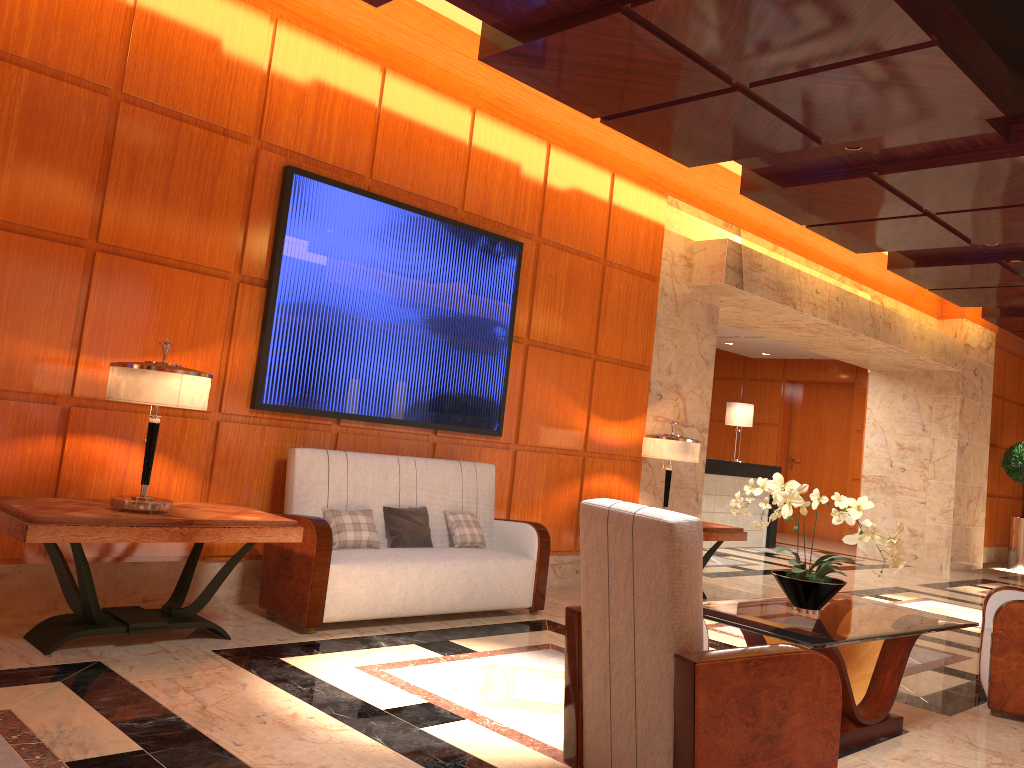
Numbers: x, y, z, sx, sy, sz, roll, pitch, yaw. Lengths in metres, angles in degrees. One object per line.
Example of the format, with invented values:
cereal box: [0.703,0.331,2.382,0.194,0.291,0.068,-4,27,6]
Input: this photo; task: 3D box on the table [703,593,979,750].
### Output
table: [1.444,1.307,4.064,1.554,0.498,0.722,10,-5,-41]

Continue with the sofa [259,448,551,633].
sofa: [-0.583,0.929,5.439,1.792,0.936,0.613,10,-6,-44]

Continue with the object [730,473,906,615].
object: [1.383,0.738,4.078,0.789,0.619,0.415,5,-5,23]

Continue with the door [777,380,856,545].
door: [5.258,1.297,15.225,1.286,2.707,0.339,1,-8,45]

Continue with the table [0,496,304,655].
table: [-1.760,0.897,4.189,1.265,0.609,0.726,10,-6,-44]

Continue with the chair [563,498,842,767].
chair: [0.577,0.892,2.891,0.627,0.964,0.737,9,-5,-25]

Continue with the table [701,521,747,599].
table: [1.216,1.408,7.116,1.265,0.609,0.726,10,-6,-44]

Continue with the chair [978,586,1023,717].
chair: [2.888,1.264,4.746,0.629,0.964,0.734,4,-5,24]

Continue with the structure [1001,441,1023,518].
structure: [7.910,1.731,13.661,0.722,1.719,0.718,4,-6,24]

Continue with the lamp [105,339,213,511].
lamp: [-1.680,0.180,4.164,0.459,0.797,0.456,6,-5,8]

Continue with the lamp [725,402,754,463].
lamp: [3.192,0.687,12.516,0.372,0.823,0.372,8,-6,-19]

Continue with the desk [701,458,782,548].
desk: [2.416,1.551,11.863,2.914,1.145,0.942,10,-6,-44]

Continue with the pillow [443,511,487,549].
pillow: [-0.303,0.956,5.762,0.272,0.230,0.202,10,-6,-42]

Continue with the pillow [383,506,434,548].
pillow: [-0.641,0.887,5.478,0.160,0.254,0.356,2,-6,42]

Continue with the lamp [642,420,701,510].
lamp: [1.248,0.692,7.044,0.457,0.813,0.458,10,-6,-35]

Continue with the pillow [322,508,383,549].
pillow: [-0.928,0.844,5.156,0.343,0.228,0.195,10,-6,-39]

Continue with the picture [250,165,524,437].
picture: [-0.715,-0.455,5.880,1.989,1.458,0.056,11,-7,-44]
